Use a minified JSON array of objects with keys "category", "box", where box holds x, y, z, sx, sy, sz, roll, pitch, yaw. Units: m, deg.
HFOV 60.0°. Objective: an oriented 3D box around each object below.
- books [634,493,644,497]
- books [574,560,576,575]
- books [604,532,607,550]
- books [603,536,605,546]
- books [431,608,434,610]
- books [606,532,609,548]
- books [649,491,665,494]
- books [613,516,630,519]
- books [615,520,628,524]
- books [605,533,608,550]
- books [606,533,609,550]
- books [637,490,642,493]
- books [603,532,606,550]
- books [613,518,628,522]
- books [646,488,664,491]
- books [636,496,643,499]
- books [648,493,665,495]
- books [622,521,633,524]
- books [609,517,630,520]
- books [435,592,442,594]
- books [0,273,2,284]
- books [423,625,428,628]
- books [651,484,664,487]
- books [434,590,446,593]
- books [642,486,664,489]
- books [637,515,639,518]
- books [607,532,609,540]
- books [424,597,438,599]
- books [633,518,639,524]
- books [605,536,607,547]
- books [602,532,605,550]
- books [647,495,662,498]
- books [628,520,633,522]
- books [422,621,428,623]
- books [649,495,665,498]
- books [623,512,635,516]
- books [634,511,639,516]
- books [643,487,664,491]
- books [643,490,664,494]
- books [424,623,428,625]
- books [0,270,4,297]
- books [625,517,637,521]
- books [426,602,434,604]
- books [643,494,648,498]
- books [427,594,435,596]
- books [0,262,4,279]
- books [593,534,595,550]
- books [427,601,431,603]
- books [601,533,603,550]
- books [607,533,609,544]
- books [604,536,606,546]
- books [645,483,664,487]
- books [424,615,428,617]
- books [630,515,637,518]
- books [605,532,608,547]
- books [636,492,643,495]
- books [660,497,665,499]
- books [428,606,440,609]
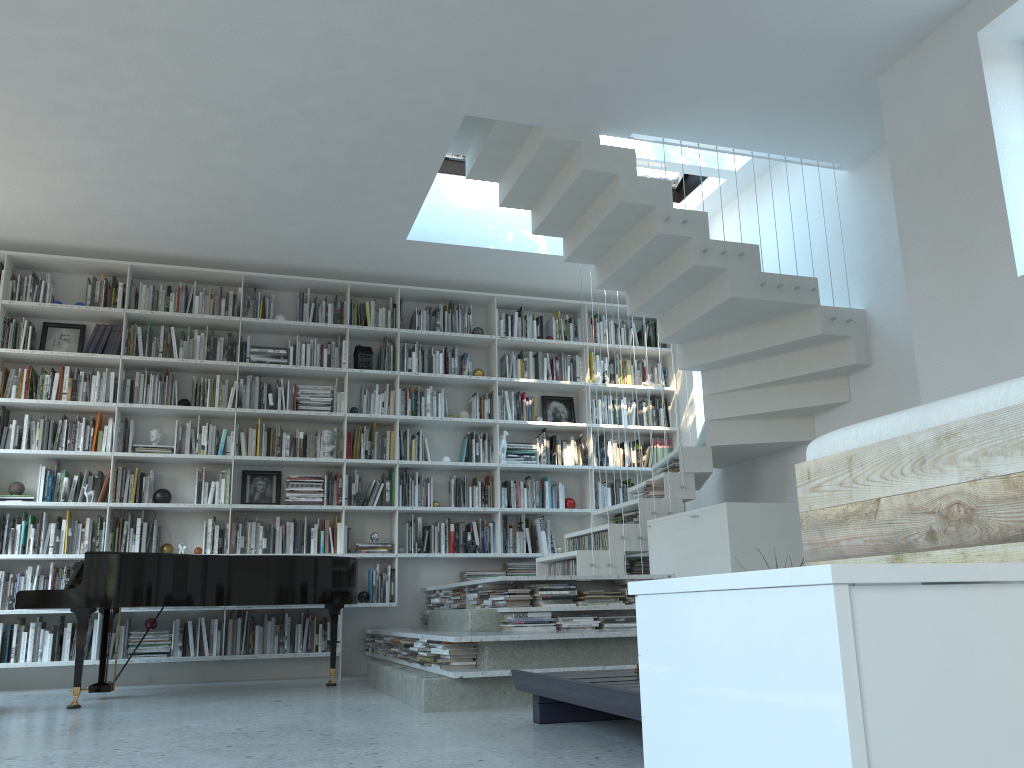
[{"category":"books","box":[1.055,0.847,6.776,0.173,0.011,0.204,5,-16,-22]},{"category":"books","box":[0.489,1.266,6.062,0.125,0.125,0.012,3,-14,-17]},{"category":"books","box":[0.686,1.058,5.960,0.125,0.123,0.034,3,-14,-17]},{"category":"books","box":[0.679,1.063,5.983,0.125,0.123,0.034,3,-14,-17]},{"category":"books","box":[-0.554,1.792,7.058,0.134,0.014,0.181,4,-15,-20]},{"category":"books","box":[0.697,1.048,5.925,0.125,0.123,0.034,3,-14,-17]},{"category":"books","box":[1.075,0.767,6.236,0.214,0.014,0.138,-4,-15,10]},{"category":"books","box":[0.881,1.010,6.698,0.161,0.012,0.195,4,-15,-20]},{"category":"books","box":[0.886,1.041,6.692,0.140,0.022,0.181,5,-16,-23]},{"category":"books","box":[0.690,1.054,5.946,0.125,0.123,0.035,3,-14,-17]},{"category":"books","box":[0.695,1.050,5.932,0.125,0.123,0.035,3,-14,-17]},{"category":"books","box":[1.068,0.821,6.786,0.157,0.014,0.181,4,-15,-19]},{"category":"books","box":[0.681,1.062,5.975,0.125,0.123,0.035,3,-14,-17]},{"category":"books","box":[0.879,1.026,6.693,0.160,0.009,0.208,4,-15,-21]},{"category":"books","box":[1.078,0.752,6.255,0.232,0.011,0.172,-6,-15,18]},{"category":"books","box":[1.071,0.861,6.777,0.149,0.016,0.240,4,-15,-19]},{"category":"books","box":[1.079,0.783,6.246,0.222,0.011,0.180,-5,-15,13]},{"category":"books","box":[0.937,1.015,6.473,0.184,0.013,0.226,4,-15,-20]},{"category":"books","box":[0.862,1.018,6.690,0.198,0.006,0.189,4,-15,-21]},{"category":"books","box":[-0.480,1.606,6.813,0.159,0.007,0.286,3,-15,-18]},{"category":"books","box":[-3.838,-0.691,6.689,0.025,0.259,0.138,3,-15,-17]},{"category":"books","box":[-0.608,1.925,7.045,0.163,0.019,0.188,3,-15,-18]},{"category":"books","box":[1.078,0.725,6.264,0.184,0.016,0.179,-4,-15,11]},{"category":"books","box":[-0.492,1.592,6.813,0.171,0.020,0.194,5,-16,-22]},{"category":"books","box":[1.074,0.733,6.244,0.295,0.007,0.146,-6,-15,16]},{"category":"books","box":[0.956,0.926,6.196,0.141,0.028,0.223,-2,-14,1]},{"category":"books","box":[0.702,1.044,5.910,0.125,0.123,0.034,3,-14,-17]},{"category":"books","box":[-0.580,1.705,7.072,0.171,0.015,0.253,5,-16,-22]},{"category":"books","box":[0.933,0.957,6.190,0.172,0.019,0.240,-3,-14,7]},{"category":"books","box":[0.688,1.056,5.953,0.125,0.123,0.034,3,-14,-17]},{"category":"books","box":[0.673,1.066,6.000,0.125,0.125,0.011,3,-14,-17]},{"category":"books","box":[1.082,0.795,6.256,0.254,0.007,0.189,-4,-15,10]},{"category":"books","box":[0.948,1.002,6.480,0.149,0.013,0.220,2,-15,-12]},{"category":"books","box":[-0.610,1.891,7.052,0.170,0.012,0.215,3,-15,-17]},{"category":"books","box":[1.080,0.801,6.244,0.215,0.013,0.189,-5,-15,14]},{"category":"books","box":[0.935,0.952,6.488,0.177,0.014,0.194,5,-16,-22]},{"category":"books","box":[0.944,0.906,6.202,0.168,0.014,0.213,-2,-14,2]},{"category":"books","box":[1.074,0.740,6.242,0.295,0.007,0.146,-5,-15,12]},{"category":"books","box":[1.075,0.757,6.238,0.295,0.006,0.147,-6,-15,16]},{"category":"books","box":[-0.600,1.904,7.053,0.147,0.014,0.293,3,-15,-17]},{"category":"books","box":[-3.803,-0.695,6.662,0.024,0.251,0.235,3,-15,-17]},{"category":"books","box":[0.935,0.989,6.479,0.189,0.012,0.156,2,-15,-14]},{"category":"books","box":[-0.573,1.745,7.064,0.179,0.012,0.262,3,-15,-17]},{"category":"books","box":[1.077,0.808,6.485,0.178,0.035,0.222,2,-15,-13]},{"category":"books","box":[-0.570,1.685,7.080,0.159,0.011,0.246,4,-15,-20]},{"category":"books","box":[-3.856,-0.732,6.687,0.014,0.336,0.168,3,-15,-17]},{"category":"books","box":[0.627,1.105,6.144,0.125,0.125,0.018,3,-14,-17]},{"category":"books","box":[-0.566,1.735,7.068,0.156,0.009,0.288,4,-15,-19]},{"category":"books","box":[0.668,1.071,6.016,0.125,0.125,0.007,3,-14,-17]},{"category":"books","box":[0.700,1.046,5.917,0.125,0.123,0.036,3,-14,-17]},{"category":"books","box":[0.684,1.060,5.968,0.125,0.122,0.037,3,-14,-17]},{"category":"books","box":[1.074,0.712,6.252,0.254,0.005,0.161,-5,-15,14]},{"category":"books","box":[-0.612,1.846,7.063,0.152,0.015,0.208,2,-15,-12]},{"category":"books","box":[0.959,0.968,6.492,0.133,0.017,0.179,2,-15,-13]},{"category":"books","box":[0.693,1.052,5.939,0.125,0.123,0.036,3,-14,-17]},{"category":"books","box":[1.065,0.835,6.782,0.157,0.014,0.180,4,-15,-21]},{"category":"books","box":[1.082,0.815,6.246,0.206,0.012,0.183,-4,-15,10]},{"category":"books","box":[-0.568,1.776,7.058,0.163,0.017,0.233,3,-15,-15]}]
